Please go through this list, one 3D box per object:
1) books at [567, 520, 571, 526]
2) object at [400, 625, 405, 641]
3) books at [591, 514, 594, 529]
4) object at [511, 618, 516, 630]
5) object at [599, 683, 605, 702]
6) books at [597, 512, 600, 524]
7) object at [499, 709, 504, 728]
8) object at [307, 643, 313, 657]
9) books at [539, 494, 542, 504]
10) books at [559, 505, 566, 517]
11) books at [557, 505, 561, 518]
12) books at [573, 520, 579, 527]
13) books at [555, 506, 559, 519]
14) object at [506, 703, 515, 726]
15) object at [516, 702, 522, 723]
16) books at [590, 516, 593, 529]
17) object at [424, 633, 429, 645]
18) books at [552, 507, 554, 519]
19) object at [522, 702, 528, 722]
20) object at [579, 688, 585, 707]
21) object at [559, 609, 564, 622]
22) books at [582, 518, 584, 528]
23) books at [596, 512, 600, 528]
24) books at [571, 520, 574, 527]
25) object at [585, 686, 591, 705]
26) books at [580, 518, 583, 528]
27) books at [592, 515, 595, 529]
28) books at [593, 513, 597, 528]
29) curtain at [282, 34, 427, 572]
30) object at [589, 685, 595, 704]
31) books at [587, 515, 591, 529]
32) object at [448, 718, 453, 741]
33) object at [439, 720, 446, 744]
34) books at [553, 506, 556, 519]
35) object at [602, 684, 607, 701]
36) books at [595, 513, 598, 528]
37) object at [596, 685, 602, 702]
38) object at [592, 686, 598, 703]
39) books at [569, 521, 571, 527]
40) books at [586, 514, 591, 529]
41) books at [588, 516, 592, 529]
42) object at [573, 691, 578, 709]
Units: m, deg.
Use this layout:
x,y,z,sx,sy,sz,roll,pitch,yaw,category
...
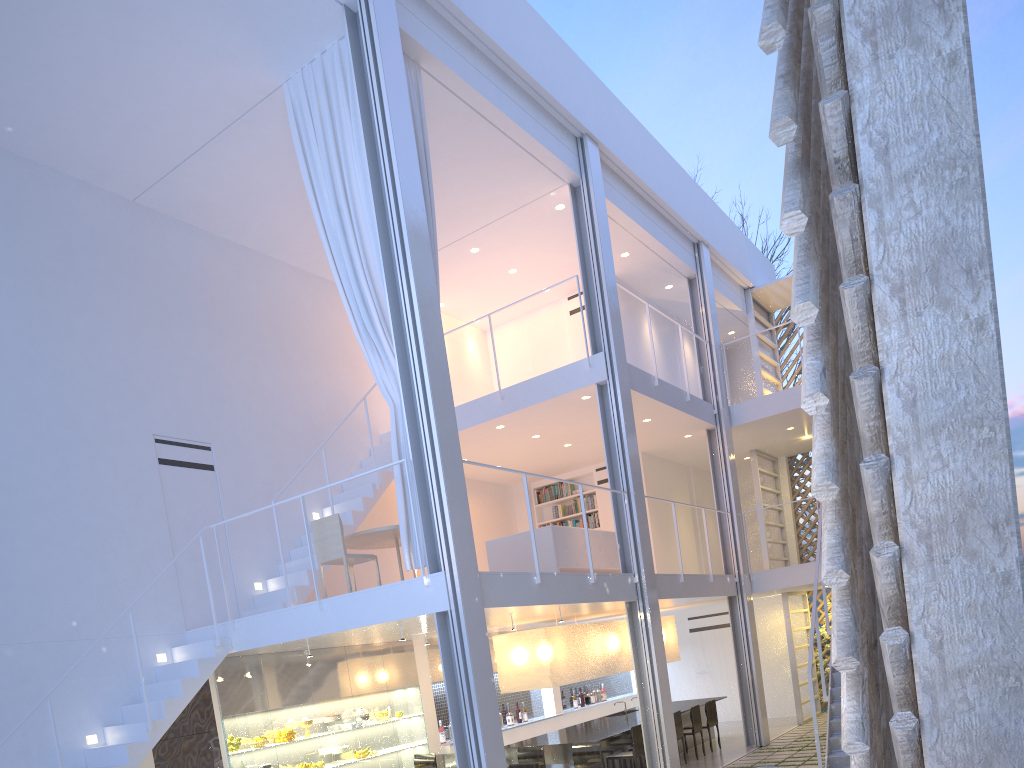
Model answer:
x,y,z,sx,sy,sz,roll,pitch,yaw,category
0.541,1.306,7.484,0.015,0.139,0.088,-6,-1,33,books
-0.549,1.238,4.092,0.030,0.077,0.028,-7,1,44,object
0.743,1.232,7.342,0.008,0.131,0.095,-6,-2,33,books
0.003,1.432,4.912,0.030,0.077,0.028,-7,1,44,object
0.910,3.164,8.446,0.045,0.198,0.047,-9,3,-16,object
0.793,1.210,7.313,0.020,0.142,0.083,-6,-1,33,books
-0.103,2.823,6.961,0.045,0.182,0.046,-9,2,-10,object
-1.105,1.447,4.475,0.030,0.077,0.028,-7,1,44,object
0.280,1.074,7.630,0.021,0.096,0.062,-6,-2,33,books
-0.533,1.651,6.247,0.031,1.620,3.577,-5,-9,39,books
-0.532,1.628,6.235,0.037,1.586,3.587,-5,-10,39,books
0.587,1.298,7.465,0.021,0.127,0.069,-6,0,33,books
-0.544,1.646,6.234,0.040,1.613,3.610,-5,-10,38,books
-0.020,2.836,7.057,0.047,0.198,0.046,-6,3,34,object
0.057,2.879,7.206,0.045,0.189,0.045,-7,3,24,object
0.735,1.244,7.354,0.019,0.118,0.085,-6,-2,33,books
-0.552,1.641,5.295,0.030,0.077,0.028,-7,1,44,object
-0.568,1.652,6.265,0.082,1.589,3.584,-5,-10,36,books
0.110,2.894,7.255,0.042,0.177,0.041,-8,2,3,object
0.684,3.082,8.087,0.045,0.189,0.045,-7,3,24,object
0.279,1.328,4.722,0.030,0.077,0.028,-7,1,44,object
0.666,1.266,7.399,0.015,0.123,0.088,-6,-2,33,books
0.780,1.215,7.321,0.011,0.141,0.085,-6,-1,33,books
0.568,1.301,7.463,0.007,0.125,0.095,-6,-3,33,books
0.753,3.112,8.219,0.047,0.199,0.045,-7,3,32,object
0.651,1.273,7.408,0.021,0.120,0.091,-6,-3,33,books
0.749,1.233,7.338,0.005,0.125,0.095,-6,-2,33,books
0.756,1.223,7.335,0.009,0.142,0.089,-6,-1,33,books
-0.675,-0.300,3.696,0.527,2.365,0.094,-7,4,30,curtain
0.798,3.130,8.293,0.047,0.198,0.046,-6,3,34,object
0.709,1.244,7.374,0.015,0.139,0.078,-6,0,33,books
-1.004,2.465,5.665,0.047,0.280,1.893,-6,-14,34,object
-0.438,1.940,5.131,1.739,0.785,1.868,-17,-17,29,object
-0.532,1.636,6.255,0.027,1.581,3.553,-5,-10,37,books
0.947,3.184,8.497,0.044,0.182,0.042,-6,3,45,object
0.770,1.220,7.326,0.010,0.137,0.088,-6,-1,33,books
0.883,3.158,8.390,0.047,0.182,0.044,-7,3,33,object
0.840,3.152,8.353,0.045,0.182,0.045,-9,2,-11,object
0.553,1.307,7.473,0.015,0.125,0.094,-6,-3,33,books
0.696,1.243,7.380,0.011,0.149,0.081,-6,0,33,books
0.719,1.247,7.361,0.015,0.121,0.092,-6,-3,33,books
0.613,3.073,8.009,0.042,0.177,0.041,-8,2,3,object
